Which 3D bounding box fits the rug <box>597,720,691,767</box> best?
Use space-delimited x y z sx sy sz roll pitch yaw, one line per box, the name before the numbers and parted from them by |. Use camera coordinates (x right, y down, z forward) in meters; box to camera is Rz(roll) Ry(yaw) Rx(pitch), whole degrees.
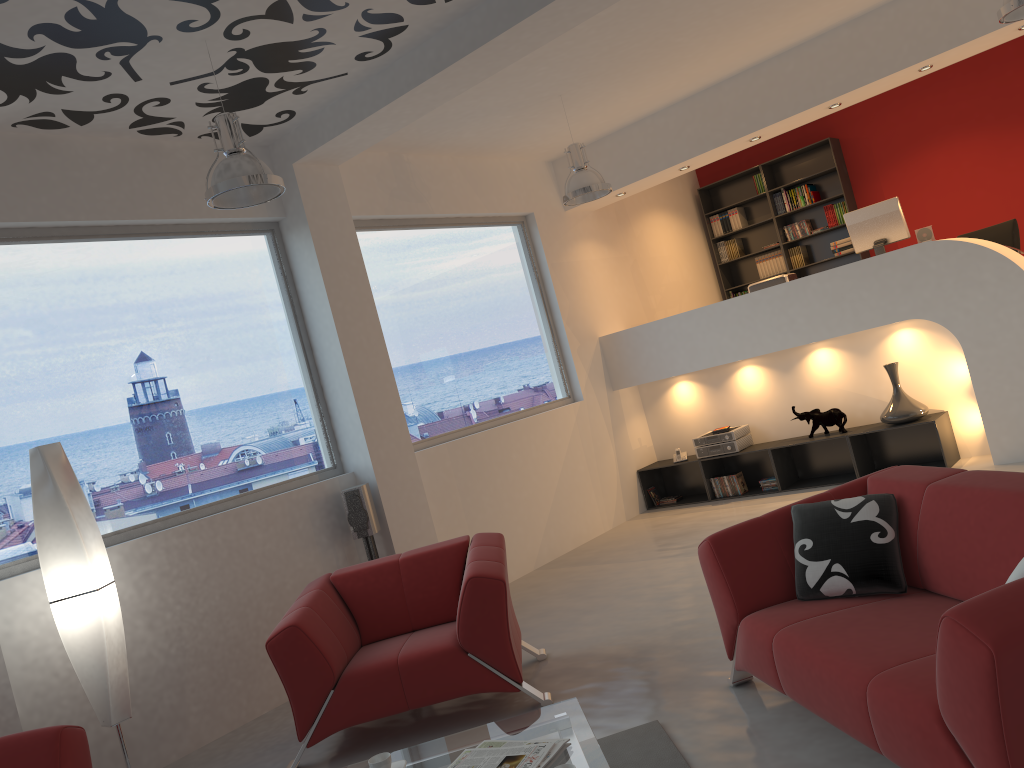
rug | -0.155 1.562 2.671 1.700 0.025 1.700 -15 0 -5

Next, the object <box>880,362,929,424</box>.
object | 3.116 0.070 7.151 0.369 0.481 0.369 -15 0 5

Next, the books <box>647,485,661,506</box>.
books | 1.398 1.094 8.664 0.063 0.187 0.135 -15 -1 40

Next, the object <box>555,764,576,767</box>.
object | 0.153 1.146 2.553 0.153 0.069 0.153 -15 0 -24

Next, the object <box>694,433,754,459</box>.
object | 1.955 0.575 8.194 0.430 0.100 0.365 -15 -1 40

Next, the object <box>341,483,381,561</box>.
object | -0.889 1.212 5.812 0.214 1.112 0.229 -15 0 5

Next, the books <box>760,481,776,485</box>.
books | 2.326 0.863 7.918 0.190 0.015 0.135 -15 -1 40

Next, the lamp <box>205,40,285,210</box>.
lamp | -1.400 -1.301 4.340 0.379 0.800 0.379 -15 0 -21

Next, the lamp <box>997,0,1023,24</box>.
lamp | 2.691 -2.389 4.708 0.379 0.800 0.379 -15 0 11

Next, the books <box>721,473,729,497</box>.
books | 1.985 0.928 8.152 0.031 0.190 0.135 -15 -1 40

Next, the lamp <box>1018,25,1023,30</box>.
lamp | 3.612 -2.508 6.227 0.105 0.011 0.105 -15 0 29

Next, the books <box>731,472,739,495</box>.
books | 2.063 0.906 8.085 0.031 0.190 0.135 -15 -1 40

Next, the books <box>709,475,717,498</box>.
books | 1.897 0.952 8.229 0.031 0.190 0.135 -15 -1 40

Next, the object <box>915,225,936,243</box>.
object | 3.391 -1.209 7.272 0.133 0.147 0.151 -15 0 23

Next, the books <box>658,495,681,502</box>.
books | 1.532 1.112 8.624 0.190 0.015 0.135 -15 -1 40

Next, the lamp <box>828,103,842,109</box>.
lamp | 2.591 -2.229 7.113 0.105 0.011 0.105 -15 0 29

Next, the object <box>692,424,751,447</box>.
object | 1.934 0.479 8.201 0.430 0.077 0.349 -15 -1 40

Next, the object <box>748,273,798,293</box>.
object | 2.448 -0.875 8.145 0.397 0.217 0.458 -15 -1 40

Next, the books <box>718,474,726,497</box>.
books | 1.963 0.934 8.171 0.031 0.190 0.135 -15 -1 40

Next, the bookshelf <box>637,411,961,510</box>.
bookshelf | 2.408 0.719 7.860 2.764 0.397 0.405 -15 -1 40

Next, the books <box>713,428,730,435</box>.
books | 1.927 0.433 8.155 0.135 0.015 0.190 -15 0 20

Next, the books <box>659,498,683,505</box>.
books | 1.548 1.138 8.617 0.190 0.015 0.135 -15 -1 40

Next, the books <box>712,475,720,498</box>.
books | 1.919 0.946 8.210 0.031 0.190 0.135 -15 -1 40

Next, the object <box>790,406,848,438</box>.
object | 2.641 0.297 7.615 0.191 0.296 0.507 -15 -1 -34

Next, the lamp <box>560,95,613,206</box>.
lamp | 0.466 -1.781 6.640 0.379 0.800 0.379 -15 0 11

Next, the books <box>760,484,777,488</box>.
books | 2.337 0.892 7.925 0.135 0.015 0.190 -14 -1 -45

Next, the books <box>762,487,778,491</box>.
books | 2.348 0.920 7.922 0.190 0.015 0.135 -15 -1 35

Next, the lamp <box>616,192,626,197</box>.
lamp | 1.038 -1.805 8.462 0.105 0.011 0.105 -15 -1 44

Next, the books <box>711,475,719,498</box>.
books | 1.908 0.949 8.220 0.031 0.190 0.135 -15 -1 40

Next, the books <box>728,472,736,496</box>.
books | 2.041 0.912 8.104 0.031 0.190 0.135 -15 -1 40

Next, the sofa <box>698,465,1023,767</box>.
sofa | 1.402 0.772 2.927 0.951 0.738 1.929 -15 0 -10

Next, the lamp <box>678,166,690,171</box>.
lamp | 1.556 -1.946 8.012 0.105 0.011 0.105 -15 0 29

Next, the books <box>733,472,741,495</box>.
books | 2.074 0.903 8.075 0.031 0.190 0.135 -15 -1 40

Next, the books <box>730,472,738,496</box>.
books | 2.052 0.909 8.094 0.031 0.190 0.135 -15 -1 40

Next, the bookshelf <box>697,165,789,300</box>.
bookshelf | 2.887 -1.363 10.435 0.816 2.213 0.305 -15 -1 40

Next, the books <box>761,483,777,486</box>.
books | 2.338 0.876 7.921 0.190 0.015 0.135 -15 -1 40

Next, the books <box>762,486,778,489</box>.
books | 2.348 0.904 7.918 0.190 0.015 0.135 -15 -1 40

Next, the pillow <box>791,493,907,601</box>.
pillow | 1.282 0.625 3.405 0.402 0.343 0.288 -15 -1 32

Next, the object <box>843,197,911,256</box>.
object | 3.077 -1.282 7.446 0.458 0.452 0.230 -15 -1 40

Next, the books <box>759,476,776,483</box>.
books | 2.320 0.850 7.930 0.190 0.015 0.135 -15 -1 35

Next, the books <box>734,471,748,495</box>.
books | 2.085 0.900 8.065 0.031 0.190 0.135 -15 -1 40

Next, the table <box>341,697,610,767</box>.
table | -0.204 1.425 2.672 1.097 0.286 1.162 -15 0 -5

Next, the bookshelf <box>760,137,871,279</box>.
bookshelf | 3.491 -1.528 9.911 0.816 2.213 0.305 -15 -1 40

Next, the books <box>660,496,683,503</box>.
books | 1.548 1.123 8.613 0.190 0.015 0.135 -15 -1 40

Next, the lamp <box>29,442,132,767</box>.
lamp | -2.020 1.156 4.260 0.313 1.779 0.313 -15 -1 32

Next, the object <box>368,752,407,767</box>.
object | -0.443 1.308 3.023 0.153 0.069 0.153 -15 0 6

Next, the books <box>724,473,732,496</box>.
books | 2.008 0.921 8.133 0.031 0.190 0.135 -15 -1 40

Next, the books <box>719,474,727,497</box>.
books | 1.974 0.931 8.162 0.031 0.190 0.135 -15 -1 40

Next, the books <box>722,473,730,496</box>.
books | 1.996 0.924 8.142 0.031 0.190 0.135 -15 -1 40

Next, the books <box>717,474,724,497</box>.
books | 1.952 0.937 8.181 0.031 0.190 0.135 -15 -1 40

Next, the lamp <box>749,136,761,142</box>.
lamp | 2.074 -2.088 7.563 0.105 0.011 0.105 -15 0 29

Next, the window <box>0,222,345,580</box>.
window | -2.166 -0.050 5.232 0.100 1.800 2.400 -15 -1 40

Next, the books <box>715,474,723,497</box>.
books | 1.941 0.940 8.191 0.031 0.190 0.135 -15 -1 40

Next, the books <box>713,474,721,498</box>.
books | 1.930 0.943 8.200 0.031 0.190 0.135 -15 -1 40

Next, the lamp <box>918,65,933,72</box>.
lamp | 3.109 -2.371 6.664 0.105 0.011 0.105 -15 0 29

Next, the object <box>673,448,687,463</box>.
object | 1.589 0.666 8.407 0.130 0.117 0.146 -15 0 15

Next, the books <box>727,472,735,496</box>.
books | 2.030 0.915 8.114 0.031 0.190 0.135 -15 -1 40

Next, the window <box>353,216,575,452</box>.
window | -0.425 -0.497 7.378 0.100 1.800 2.400 -15 -1 40

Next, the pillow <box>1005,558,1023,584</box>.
pillow | 1.443 0.574 2.421 0.402 0.343 0.288 -15 -1 -43

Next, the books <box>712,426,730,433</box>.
books | 1.926 0.418 8.165 0.135 0.015 0.190 -15 0 25
